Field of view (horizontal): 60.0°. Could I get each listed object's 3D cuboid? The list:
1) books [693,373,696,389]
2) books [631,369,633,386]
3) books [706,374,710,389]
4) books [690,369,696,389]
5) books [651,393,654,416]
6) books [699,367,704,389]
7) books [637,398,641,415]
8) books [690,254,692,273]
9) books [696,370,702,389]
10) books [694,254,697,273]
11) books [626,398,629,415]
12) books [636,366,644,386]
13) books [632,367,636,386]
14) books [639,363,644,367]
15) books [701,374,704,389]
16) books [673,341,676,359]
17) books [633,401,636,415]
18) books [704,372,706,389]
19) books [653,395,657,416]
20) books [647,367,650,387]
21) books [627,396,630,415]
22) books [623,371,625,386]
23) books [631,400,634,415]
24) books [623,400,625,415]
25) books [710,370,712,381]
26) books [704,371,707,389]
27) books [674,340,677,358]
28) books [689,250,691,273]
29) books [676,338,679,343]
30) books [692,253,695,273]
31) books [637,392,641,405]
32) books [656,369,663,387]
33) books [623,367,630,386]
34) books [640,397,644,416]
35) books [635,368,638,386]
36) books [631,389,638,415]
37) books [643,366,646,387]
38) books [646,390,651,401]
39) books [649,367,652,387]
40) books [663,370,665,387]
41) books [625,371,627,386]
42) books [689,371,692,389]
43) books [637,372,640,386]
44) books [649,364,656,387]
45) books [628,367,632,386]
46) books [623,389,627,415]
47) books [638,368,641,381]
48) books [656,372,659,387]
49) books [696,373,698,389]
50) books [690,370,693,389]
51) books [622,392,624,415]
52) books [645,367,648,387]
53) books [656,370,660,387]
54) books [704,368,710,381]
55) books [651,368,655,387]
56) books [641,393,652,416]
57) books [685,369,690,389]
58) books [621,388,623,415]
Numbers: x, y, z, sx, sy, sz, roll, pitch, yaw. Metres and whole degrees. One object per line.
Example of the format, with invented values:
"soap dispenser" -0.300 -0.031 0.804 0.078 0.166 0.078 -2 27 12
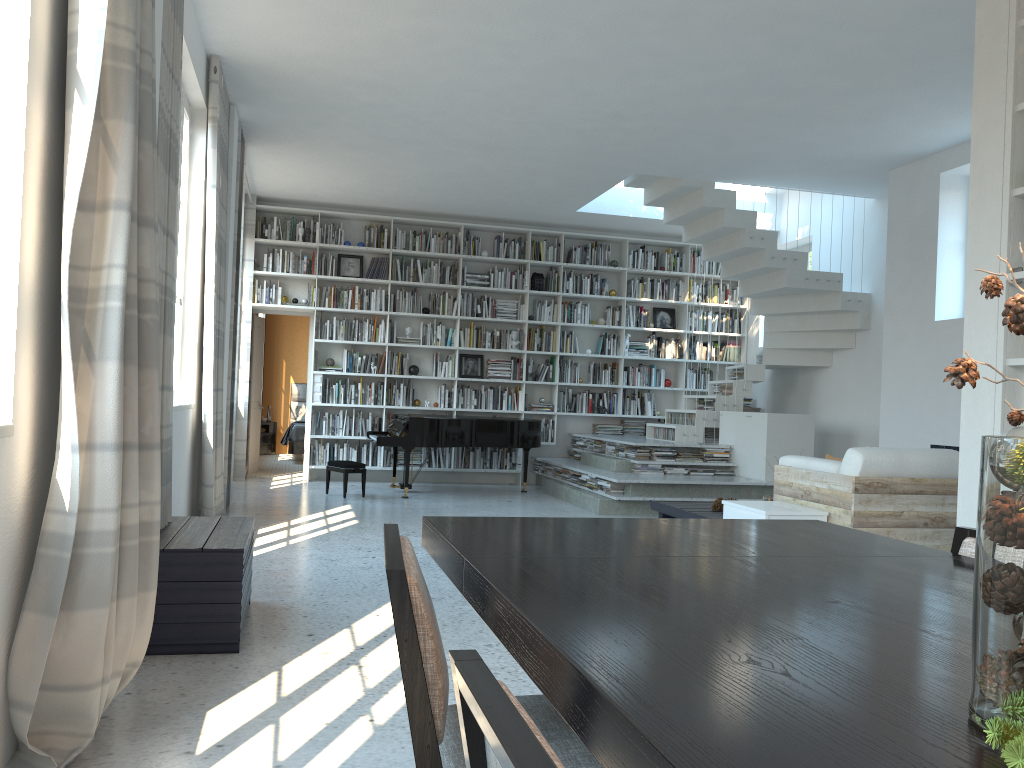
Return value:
"books" 2.330 -0.034 11.505 0.029 0.201 0.172 2 -1 -14
"books" 1.503 -0.083 11.302 0.011 0.223 0.163 2 -1 -14
"books" 2.522 -0.028 11.548 0.021 0.205 0.174 2 -1 -14
"books" 2.353 -0.066 11.530 0.024 0.267 0.133 2 -1 -14
"books" 1.771 0.263 11.371 0.025 0.287 0.160 2 -1 -14
"books" 2.464 -0.076 11.552 0.013 0.297 0.141 2 -1 -14
"books" 1.592 0.290 11.331 0.052 0.217 0.184 2 -1 -14
"books" 2.287 -1.544 11.496 0.022 0.275 0.160 2 -1 -14
"books" 2.410 -0.055 11.510 0.027 0.248 0.184 2 -1 -14
"books" 2.345 -1.539 11.493 0.012 0.269 0.184 2 -1 -14
"books" 1.448 0.285 11.306 0.023 0.214 0.163 2 -1 -14
"books" 1.632 -0.094 11.317 0.028 0.255 0.191 2 -1 -14
"books" 1.530 -0.094 11.303 0.045 0.246 0.185 2 -1 -14
"books" 1.647 -0.115 11.343 0.013 0.299 0.147 2 -1 -14
"books" 2.442 -0.029 11.547 0.027 0.201 0.164 2 -1 -14
"books" 2.061 -0.434 11.434 0.041 0.239 0.176 2 -1 -14
"books" 1.540 0.304 11.322 0.024 0.185 0.149 2 -1 -14
"books" 2.477 -0.042 11.549 0.014 0.230 0.172 2 -1 -14
"books" 1.811 0.272 11.390 0.062 0.274 0.148 2 -1 -14
"books" 1.721 -0.086 11.347 0.014 0.249 0.177 2 -1 -14
"books" 1.469 0.272 11.300 0.015 0.243 0.156 2 -1 -14
"books" 1.402 -0.069 11.284 0.023 0.186 0.159 2 -1 -14
"books" 1.512 0.302 11.323 0.030 0.188 0.140 2 -1 -14
"books" 1.406 0.284 11.307 0.033 0.213 0.140 2 -1 -14
"books" 2.567 -0.050 11.579 0.012 0.254 0.161 2 -1 -14
"books" 2.493 -0.047 11.569 0.027 0.242 0.131 2 -1 -14
"books" 2.089 -0.440 11.456 0.024 0.255 0.145 2 -1 -14
"books" 2.266 -1.565 11.477 0.011 0.313 0.172 2 -1 -14
"books" 2.160 -0.451 11.489 0.029 0.283 0.138 2 -1 -14
"books" 2.330 -1.548 11.502 0.013 0.286 0.150 2 -1 -14
"books" 1.619 0.249 11.360 0.010 0.304 0.131 2 -1 -14
"books" 1.895 -0.071 11.404 0.025 0.235 0.181 2 -1 -14
"books" 1.452 -0.096 11.291 0.047 0.244 0.177 2 -1 -14
"books" 1.641 0.282 11.347 0.031 0.239 0.171 2 -1 -14
"books" 1.561 -0.088 11.326 0.026 0.239 0.177 2 -1 -14
"books" 1.562 0.231 11.324 0.014 0.333 0.168 2 -1 -14
"books" 1.662 -0.096 11.329 0.012 0.262 0.186 2 -1 -14
"books" 1.749 0.243 11.388 0.012 0.326 0.136 2 -1 -14
"books" 1.752 -0.087 11.381 0.012 0.254 0.161 2 -1 -14
"books" 1.919 -0.064 11.412 0.027 0.223 0.170 2 -1 -14
"books" 1.424 -0.067 11.287 0.022 0.184 0.162 2 -1 -14
"books" 2.277 -0.054 11.496 0.037 0.236 0.153 2 -1 -14
"books" 1.588 -0.059 11.320 0.027 0.181 0.186 2 -1 -14
"books" 1.799 -0.103 11.371 0.026 0.290 0.181 2 -1 -14
"books" 1.484 -0.096 11.310 0.024 0.247 0.143 2 -1 -14
"books" 1.431 0.228 11.312 0.013 0.327 0.130 2 0 -14
"books" 1.606 -0.081 11.335 0.012 0.229 0.179 2 -1 -14
"books" 1.833 -0.057 11.383 0.030 0.201 0.189 2 -1 -14
"books" 2.377 -0.035 11.529 0.025 0.208 0.149 2 -1 -14
"books" 2.305 -0.056 11.504 0.022 0.242 0.151 2 -1 -14
"books" 1.387 0.246 11.291 0.015 0.287 0.138 2 -1 -14
"books" 1.697 -0.086 11.362 0.026 0.246 0.165 2 -1 -14
"books" 1.862 -0.064 11.406 0.037 0.218 0.139 2 -1 -14
"books" 2.537 -0.067 11.560 0.011 0.284 0.161 2 -1 -14
"books" 1.775 -0.081 11.361 0.023 0.244 0.189 2 -1 -14
"books" 1.704 0.258 11.318 0.075 0.291 0.255 2 -1 -14
"books" 2.249 -0.064 11.482 0.024 0.252 0.175 2 -1 -14
"books" 1.375 0.221 11.285 0.014 0.337 0.132 2 0 -14
